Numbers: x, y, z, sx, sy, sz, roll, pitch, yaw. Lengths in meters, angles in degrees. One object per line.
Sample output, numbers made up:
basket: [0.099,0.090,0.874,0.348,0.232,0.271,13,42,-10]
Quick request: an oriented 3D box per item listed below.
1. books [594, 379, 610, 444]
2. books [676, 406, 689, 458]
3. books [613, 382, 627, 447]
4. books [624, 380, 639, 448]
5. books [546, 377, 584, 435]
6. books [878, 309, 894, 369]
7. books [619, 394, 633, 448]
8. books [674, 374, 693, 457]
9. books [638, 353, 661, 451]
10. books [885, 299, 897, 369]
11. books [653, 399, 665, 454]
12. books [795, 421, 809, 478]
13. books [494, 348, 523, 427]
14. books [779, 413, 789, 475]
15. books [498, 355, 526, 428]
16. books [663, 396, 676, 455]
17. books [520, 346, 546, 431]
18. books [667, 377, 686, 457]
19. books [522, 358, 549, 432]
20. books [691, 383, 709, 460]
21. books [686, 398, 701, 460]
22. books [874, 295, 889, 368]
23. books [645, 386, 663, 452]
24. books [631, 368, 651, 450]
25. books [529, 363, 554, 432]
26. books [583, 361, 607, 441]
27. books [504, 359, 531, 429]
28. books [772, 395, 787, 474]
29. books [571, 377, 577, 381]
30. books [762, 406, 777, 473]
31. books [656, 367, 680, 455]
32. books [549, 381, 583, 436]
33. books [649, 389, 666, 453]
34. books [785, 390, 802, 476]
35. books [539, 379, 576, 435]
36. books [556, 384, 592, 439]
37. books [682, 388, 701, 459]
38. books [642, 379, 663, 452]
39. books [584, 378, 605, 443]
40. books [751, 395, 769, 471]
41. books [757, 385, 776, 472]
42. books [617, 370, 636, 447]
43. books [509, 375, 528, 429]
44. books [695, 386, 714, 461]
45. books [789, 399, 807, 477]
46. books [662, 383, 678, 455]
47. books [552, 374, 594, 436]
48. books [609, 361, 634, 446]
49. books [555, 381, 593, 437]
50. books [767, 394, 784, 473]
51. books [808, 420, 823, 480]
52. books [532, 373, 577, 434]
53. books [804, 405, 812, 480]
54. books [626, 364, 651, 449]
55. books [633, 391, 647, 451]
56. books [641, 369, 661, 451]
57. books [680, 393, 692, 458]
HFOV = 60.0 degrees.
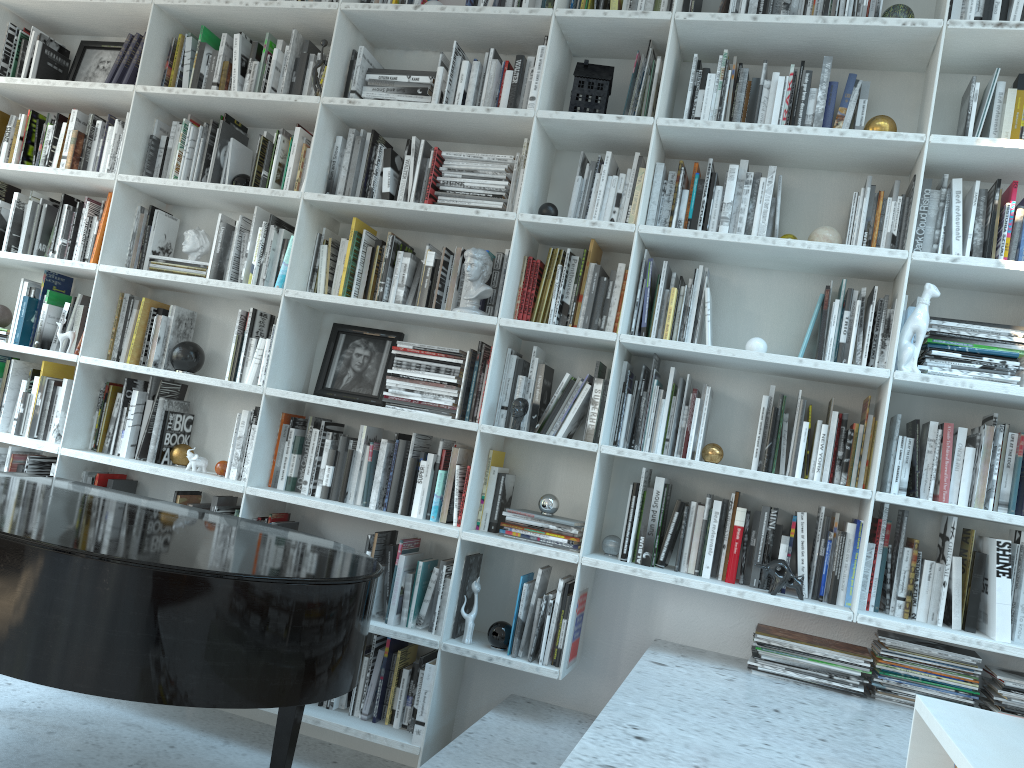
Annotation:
books: [0.328,0.104,3.098,0.021,0.226,0.148,9,-4,17]
books: [0.588,0.169,3.030,0.013,0.179,0.140,9,-4,17]
books: [0.386,0.113,3.085,0.012,0.226,0.147,9,-4,17]
books: [0.424,0.113,3.087,0.011,0.239,0.136,9,-4,17]
books: [0.198,0.087,3.150,0.095,0.226,0.144,9,-4,17]
books: [1.203,-0.124,2.881,0.023,0.212,0.164,9,-4,17]
books: [0.405,0.136,3.081,0.015,0.188,0.168,9,-4,17]
books: [0.588,0.116,3.037,0.006,0.285,0.159,9,-4,17]
books: [0.477,0.070,3.079,0.007,0.341,0.149,9,-4,17]
books: [1.218,-0.139,2.868,0.010,0.245,0.158,9,-4,17]
books: [0.512,0.152,3.034,0.013,0.186,0.184,9,-4,17]
books: [0.944,0.220,2.897,0.018,0.182,0.182,9,-4,17]
books: [-0.012,0.022,3.217,0.012,0.285,0.159,9,-4,17]
books: [0.904,0.204,2.952,0.031,0.208,0.122,9,-4,17]
books: [0.003,0.036,3.211,0.024,0.263,0.154,9,-4,17]
books: [0.550,0.151,3.040,0.013,0.203,0.167,9,-4,17]
books: [0.075,0.024,3.183,0.013,0.306,0.141,9,-4,17]
books: [0.564,0.120,3.027,0.012,0.267,0.183,9,-4,17]
books: [0.086,0.047,3.187,0.012,0.265,0.157,9,-4,17]
books: [0.641,0.135,3.011,0.014,0.261,0.142,9,-4,17]
books: [0.621,0.159,3.009,0.014,0.207,0.180,9,-4,17]
books: [1.186,-0.148,2.872,0.011,0.252,0.169,9,-4,17]
books: [0.490,0.128,3.035,0.011,0.226,0.188,9,-4,17]
books: [0.449,0.095,3.066,0.006,0.281,0.155,9,-4,17]
books: [0.106,0.059,3.180,0.035,0.248,0.141,9,-4,17]
books: [0.292,0.069,3.121,0.013,0.285,0.139,9,-4,17]
books: [0.026,0.044,3.200,0.028,0.253,0.142,9,-4,17]
books: [0.885,0.174,2.940,0.008,0.258,0.158,9,-4,17]
books: [0.173,0.085,3.150,0.088,0.220,0.138,9,-4,17]
books: [0.851,0.189,2.934,0.015,0.215,0.178,9,-4,17]
books: [0.534,0.100,3.032,0.014,0.296,0.175,9,-4,17]
books: [0.206,0.095,3.142,0.090,0.212,0.143,9,-4,17]
books: [0.504,0.135,3.043,0.013,0.218,0.161,9,-4,17]
books: [0.931,0.168,2.934,0.007,0.285,0.159,9,-4,17]
books: [0.176,0.090,3.134,0.089,0.210,0.176,9,-4,17]
books: [0.235,0.104,3.129,0.091,0.205,0.169,9,-4,17]
books: [0.611,0.142,3.018,0.015,0.238,0.176,9,-4,17]
books: [0.484,0.116,3.049,0.013,0.248,0.165,9,-4,17]
books: [0.301,0.100,3.094,0.029,0.223,0.171,9,-4,17]
books: [0.828,0.169,2.959,0.019,0.251,0.130,9,-4,17]
books: [0.851,0.154,2.967,0.016,0.289,0.131,9,-4,17]
books: [0.398,0.094,3.077,0.010,0.266,0.158,9,-4,17]
books: [0.041,0.076,3.171,0.027,0.192,0.182,9,-4,17]
books: [0.653,0.142,3.008,0.013,0.251,0.173,9,-4,17]
books: [0.933,0.184,2.905,0.018,0.250,0.184,9,-4,17]
books: [0.545,0.128,3.046,0.007,0.247,0.153,9,-4,17]
books: [0.222,0.083,3.137,0.094,0.238,0.150,9,-4,17]
books: [0.384,0.077,3.103,0.014,0.298,0.148,9,-4,17]
books: [0.227,0.097,3.144,0.090,0.215,0.139,9,-4,17]
books: [0.874,0.170,2.944,0.015,0.262,0.150,9,-4,17]
books: [0.986,0.221,2.896,0.015,0.195,0.176,9,-4,17]
books: [0.160,0.078,3.135,0.095,0.228,0.190,9,-4,17]
books: [0.975,0.196,2.922,0.030,0.244,0.136,9,-4,17]
books: [0.439,0.087,3.071,0.018,0.295,0.177,9,-4,17]
books: [0.453,0.135,3.068,0.013,0.204,0.154,9,-4,17]
books: [0.478,0.098,3.050,0.005,0.283,0.159,9,-4,17]
books: [0.602,0.149,3.030,0.008,0.222,0.134,9,-4,17]
